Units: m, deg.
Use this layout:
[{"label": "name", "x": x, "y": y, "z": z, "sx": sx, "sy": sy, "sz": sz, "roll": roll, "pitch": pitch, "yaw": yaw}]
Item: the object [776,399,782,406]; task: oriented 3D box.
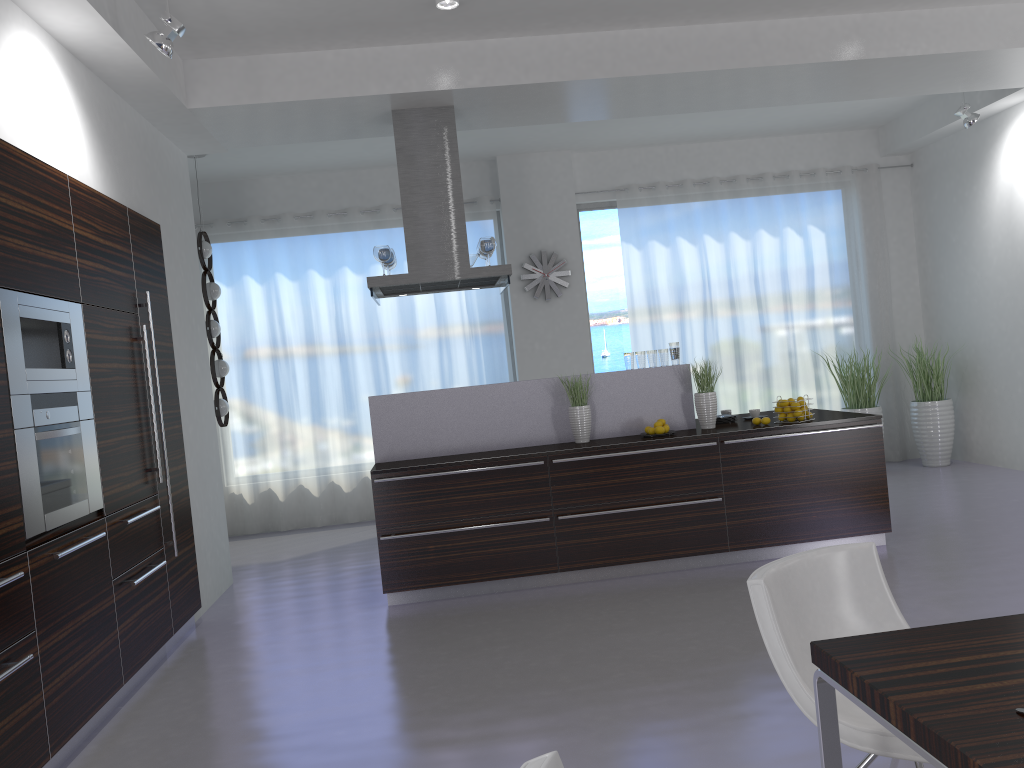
[{"label": "object", "x": 1.795, "y": 0.132, "z": 5.925, "sx": 0.052, "sy": 0.060, "sz": 0.057, "roll": -6, "pitch": 1, "yaw": -17}]

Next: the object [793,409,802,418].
[{"label": "object", "x": 1.871, "y": 0.193, "z": 5.804, "sx": 0.061, "sy": 0.054, "sz": 0.052, "roll": -6, "pitch": 1, "yaw": -28}]

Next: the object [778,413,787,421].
[{"label": "object", "x": 1.797, "y": 0.219, "z": 5.891, "sx": 0.060, "sy": 0.057, "sz": 0.052, "roll": -6, "pitch": 1, "yaw": -3}]

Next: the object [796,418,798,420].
[{"label": "object", "x": 1.915, "y": 0.216, "z": 5.915, "sx": 0.050, "sy": 0.055, "sz": 0.061, "roll": -5, "pitch": 2, "yaw": 41}]

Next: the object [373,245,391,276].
[{"label": "object", "x": -0.891, "y": -0.841, "z": 6.124, "sx": 0.125, "sy": 0.221, "sz": 0.125, "roll": -5, "pitch": 1, "yaw": 20}]

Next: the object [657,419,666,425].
[{"label": "object", "x": 0.993, "y": 0.255, "z": 5.900, "sx": 0.053, "sy": 0.048, "sz": 0.063, "roll": -7, "pitch": 2, "yaw": -39}]

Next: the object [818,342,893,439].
[{"label": "object", "x": 3.435, "y": 0.220, "z": 8.710, "sx": 0.713, "sy": 1.334, "sz": 0.656, "roll": -6, "pitch": 1, "yaw": -5}]

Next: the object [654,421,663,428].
[{"label": "object", "x": 0.965, "y": 0.270, "z": 5.856, "sx": 0.061, "sy": 0.047, "sz": 0.053, "roll": -6, "pitch": 1, "yaw": -2}]

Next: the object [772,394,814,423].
[{"label": "object", "x": 1.871, "y": 0.161, "z": 5.898, "sx": 0.189, "sy": 0.174, "sz": 0.207, "roll": -7, "pitch": 2, "yaw": -40}]

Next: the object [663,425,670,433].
[{"label": "object", "x": 1.012, "y": 0.300, "z": 5.856, "sx": 0.061, "sy": 0.054, "sz": 0.052, "roll": -6, "pitch": 1, "yaw": -28}]

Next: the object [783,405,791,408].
[{"label": "object", "x": 1.835, "y": 0.166, "z": 5.918, "sx": 0.064, "sy": 0.053, "sz": 0.051, "roll": -6, "pitch": 1, "yaw": -2}]

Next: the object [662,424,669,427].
[{"label": "object", "x": 1.022, "y": 0.293, "z": 5.913, "sx": 0.051, "sy": 0.053, "sz": 0.063, "roll": -5, "pitch": 1, "yaw": 35}]

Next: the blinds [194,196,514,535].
[{"label": "blinds", "x": -1.616, "y": -0.175, "z": 8.801, "sx": 3.245, "sy": 3.112, "sz": 0.120, "roll": -6, "pitch": 1, "yaw": -5}]

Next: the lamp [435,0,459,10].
[{"label": "lamp", "x": -0.364, "y": -2.150, "z": 4.991, "sx": 0.132, "sy": 0.035, "sz": 0.132, "roll": -7, "pitch": 1, "yaw": -32}]

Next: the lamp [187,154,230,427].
[{"label": "lamp", "x": -2.625, "y": -0.805, "z": 7.689, "sx": 0.180, "sy": 2.370, "sz": 0.367, "roll": -6, "pitch": 1, "yaw": -11}]

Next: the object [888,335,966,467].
[{"label": "object", "x": 4.087, "y": 0.152, "z": 8.798, "sx": 0.656, "sy": 1.334, "sz": 0.713, "roll": -6, "pitch": 1, "yaw": -20}]

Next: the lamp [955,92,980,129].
[{"label": "lamp", "x": 3.768, "y": -2.377, "z": 7.361, "sx": 0.185, "sy": 0.511, "sz": 0.150, "roll": -6, "pitch": 1, "yaw": -5}]

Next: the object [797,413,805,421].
[{"label": "object", "x": 1.900, "y": 0.217, "z": 5.836, "sx": 0.051, "sy": 0.053, "sz": 0.063, "roll": -6, "pitch": 1, "yaw": 3}]

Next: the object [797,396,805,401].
[{"label": "object", "x": 1.928, "y": 0.113, "z": 5.921, "sx": 0.050, "sy": 0.060, "sz": 0.059, "roll": -6, "pitch": 1, "yaw": -5}]

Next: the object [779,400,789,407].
[{"label": "object", "x": 1.802, "y": 0.128, "z": 5.873, "sx": 0.063, "sy": 0.051, "sz": 0.053, "roll": -5, "pitch": 2, "yaw": 42}]

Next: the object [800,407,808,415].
[{"label": "object", "x": 1.921, "y": 0.179, "z": 5.851, "sx": 0.061, "sy": 0.055, "sz": 0.051, "roll": -6, "pitch": 1, "yaw": -26}]

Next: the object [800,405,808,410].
[{"label": "object", "x": 1.943, "y": 0.161, "z": 5.905, "sx": 0.053, "sy": 0.054, "sz": 0.061, "roll": -5, "pitch": 2, "yaw": 41}]

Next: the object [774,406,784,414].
[{"label": "object", "x": 1.779, "y": 0.173, "z": 5.905, "sx": 0.053, "sy": 0.051, "sz": 0.063, "roll": -7, "pitch": 2, "yaw": -36}]

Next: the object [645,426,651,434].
[{"label": "object", "x": 0.914, "y": 0.308, "z": 5.907, "sx": 0.061, "sy": 0.054, "sz": 0.052, "roll": -5, "pitch": 2, "yaw": 42}]

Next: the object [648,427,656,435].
[{"label": "object", "x": 0.927, "y": 0.312, "z": 5.853, "sx": 0.063, "sy": 0.051, "sz": 0.053, "roll": -6, "pitch": 1, "yaw": -1}]

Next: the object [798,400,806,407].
[{"label": "object", "x": 1.915, "y": 0.129, "z": 5.856, "sx": 0.051, "sy": 0.053, "sz": 0.063, "roll": -6, "pitch": 1, "yaw": 8}]

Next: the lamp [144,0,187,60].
[{"label": "lamp", "x": -1.440, "y": -1.781, "z": 4.010, "sx": 0.605, "sy": 0.511, "sz": 0.171, "roll": -5, "pitch": 1, "yaw": 27}]

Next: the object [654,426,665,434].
[{"label": "object", "x": 0.967, "y": 0.304, "z": 5.810, "sx": 0.070, "sy": 0.058, "sz": 0.060, "roll": -6, "pitch": 1, "yaw": -6}]

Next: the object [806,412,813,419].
[{"label": "object", "x": 1.968, "y": 0.209, "z": 5.889, "sx": 0.053, "sy": 0.052, "sz": 0.062, "roll": -5, "pitch": 1, "yaw": 34}]

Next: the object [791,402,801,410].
[{"label": "object", "x": 1.865, "y": 0.146, "z": 5.830, "sx": 0.061, "sy": 0.052, "sz": 0.053, "roll": -6, "pitch": 1, "yaw": 8}]

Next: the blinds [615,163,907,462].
[{"label": "blinds", "x": 2.613, "y": -0.608, "z": 9.168, "sx": 2.830, "sy": 3.112, "sz": 0.120, "roll": -6, "pitch": 1, "yaw": -5}]

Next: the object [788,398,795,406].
[{"label": "object", "x": 1.856, "y": 0.119, "z": 5.896, "sx": 0.051, "sy": 0.053, "sz": 0.063, "roll": -6, "pitch": 1, "yaw": -3}]

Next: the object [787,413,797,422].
[{"label": "object", "x": 1.845, "y": 0.221, "z": 5.853, "sx": 0.064, "sy": 0.063, "sz": 0.074, "roll": -5, "pitch": 1, "yaw": 15}]

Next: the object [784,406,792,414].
[{"label": "object", "x": 1.825, "y": 0.171, "z": 5.863, "sx": 0.062, "sy": 0.053, "sz": 0.052, "roll": -7, "pitch": 1, "yaw": -33}]

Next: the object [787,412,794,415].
[{"label": "object", "x": 1.860, "y": 0.213, "z": 5.893, "sx": 0.057, "sy": 0.060, "sz": 0.052, "roll": -6, "pitch": 1, "yaw": 1}]

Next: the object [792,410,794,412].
[{"label": "object", "x": 1.908, "y": 0.192, "z": 5.957, "sx": 0.052, "sy": 0.053, "sz": 0.062, "roll": -5, "pitch": 1, "yaw": 32}]
